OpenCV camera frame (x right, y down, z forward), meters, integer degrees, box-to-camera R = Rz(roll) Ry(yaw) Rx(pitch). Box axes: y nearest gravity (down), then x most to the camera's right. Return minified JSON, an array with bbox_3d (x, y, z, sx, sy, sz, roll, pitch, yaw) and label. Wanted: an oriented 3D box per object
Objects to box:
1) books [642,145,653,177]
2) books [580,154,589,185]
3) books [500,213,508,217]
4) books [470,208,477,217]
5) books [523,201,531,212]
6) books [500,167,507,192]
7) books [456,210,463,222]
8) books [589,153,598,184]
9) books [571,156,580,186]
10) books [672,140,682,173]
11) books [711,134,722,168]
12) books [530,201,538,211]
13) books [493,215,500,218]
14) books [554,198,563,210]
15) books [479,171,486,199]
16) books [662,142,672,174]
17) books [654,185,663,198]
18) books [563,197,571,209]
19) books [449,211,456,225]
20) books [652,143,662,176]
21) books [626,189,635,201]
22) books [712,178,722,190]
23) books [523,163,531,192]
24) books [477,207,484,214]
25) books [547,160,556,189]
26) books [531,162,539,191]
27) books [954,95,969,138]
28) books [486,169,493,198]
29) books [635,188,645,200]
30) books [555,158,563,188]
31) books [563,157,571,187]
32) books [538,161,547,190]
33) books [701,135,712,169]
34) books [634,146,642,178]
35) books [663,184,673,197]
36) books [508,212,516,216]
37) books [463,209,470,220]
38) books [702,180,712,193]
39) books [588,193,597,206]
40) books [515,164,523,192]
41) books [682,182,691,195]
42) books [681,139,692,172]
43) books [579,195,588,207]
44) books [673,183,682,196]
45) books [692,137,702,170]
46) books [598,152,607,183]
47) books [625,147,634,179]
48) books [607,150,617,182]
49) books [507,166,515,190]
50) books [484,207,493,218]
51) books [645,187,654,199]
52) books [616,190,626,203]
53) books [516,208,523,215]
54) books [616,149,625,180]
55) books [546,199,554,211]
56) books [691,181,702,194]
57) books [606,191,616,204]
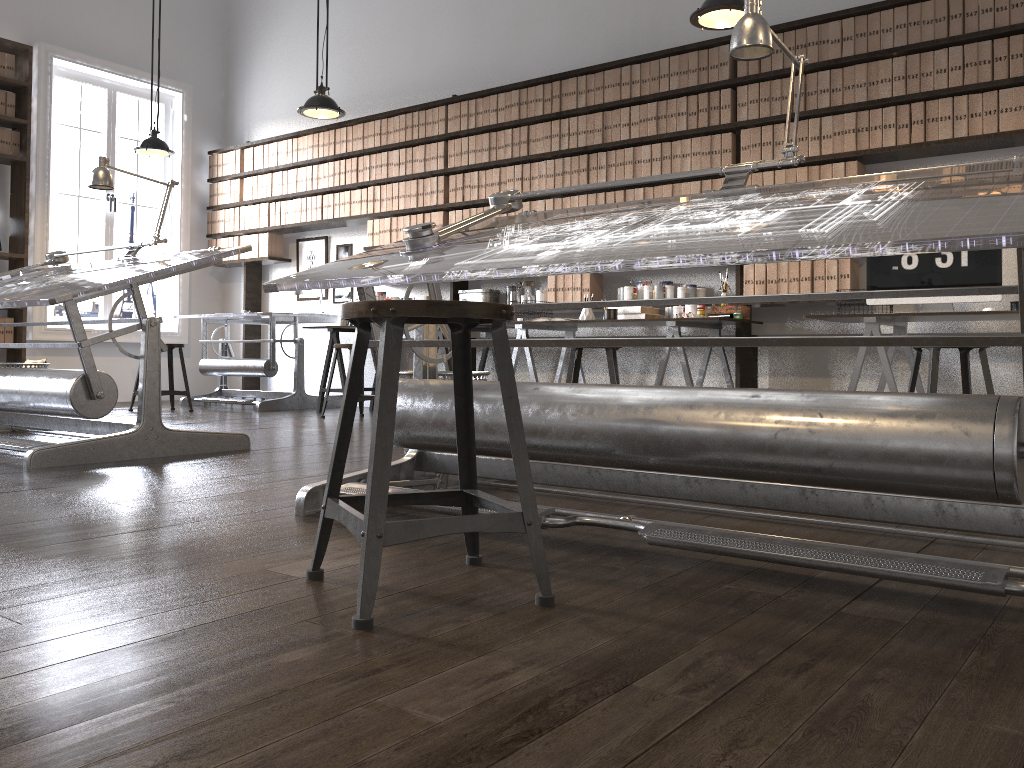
[{"bbox_3d":[0.935,-1.456,5.879,0.066,0.226,0.174,0,-1,37],"label":"books"},{"bbox_3d":[0.545,-1.468,6.167,0.067,0.226,0.174,0,-1,37],"label":"books"},{"bbox_3d":[-0.014,-1.207,6.576,0.066,0.226,0.174,0,-1,37],"label":"books"},{"bbox_3d":[-0.242,-1.214,6.748,0.066,0.226,0.174,0,-1,37],"label":"books"},{"bbox_3d":[0.153,-1.202,6.449,0.067,0.226,0.174,0,-1,37],"label":"books"},{"bbox_3d":[-0.009,-1.484,6.584,0.066,0.226,0.174,0,-1,37],"label":"books"},{"bbox_3d":[-0.353,-1.217,6.825,0.066,0.226,0.174,0,-1,37],"label":"books"},{"bbox_3d":[0.608,-1.466,6.127,0.066,0.226,0.174,0,-1,37],"label":"books"},{"bbox_3d":[0.488,-1.470,6.216,0.066,0.226,0.174,0,-1,37],"label":"books"},{"bbox_3d":[1.108,-1.451,5.756,0.066,0.226,0.174,0,-1,37],"label":"books"},{"bbox_3d":[1.324,-1.445,5.591,0.066,0.226,0.174,0,-1,37],"label":"books"},{"bbox_3d":[0.209,-1.200,6.413,0.066,0.226,0.174,0,-1,37],"label":"books"},{"bbox_3d":[-0.068,-1.209,6.622,0.066,0.226,0.174,0,-1,37],"label":"books"},{"bbox_3d":[0.374,-1.195,6.291,0.066,0.226,0.174,0,-1,37],"label":"books"},{"bbox_3d":[-0.173,-1.489,6.708,0.066,0.226,0.174,0,-1,37],"label":"books"},{"bbox_3d":[1.051,-1.453,5.796,0.066,0.226,0.174,0,-1,37],"label":"books"},{"bbox_3d":[1.005,-1.177,5.822,0.066,0.226,0.174,0,-1,37],"label":"books"},{"bbox_3d":[0.432,-1.194,6.250,0.066,0.226,0.174,0,-1,37],"label":"books"},{"bbox_3d":[-0.409,-1.219,6.871,0.066,0.226,0.174,0,-1,37],"label":"books"},{"bbox_3d":[0.992,-1.455,5.835,0.067,0.226,0.174,0,-1,37],"label":"books"},{"bbox_3d":[0.834,-1.182,5.950,0.066,0.226,0.174,0,-1,37],"label":"books"},{"bbox_3d":[1.329,-1.167,5.582,0.066,0.226,0.174,0,-1,37],"label":"books"},{"bbox_3d":[0.156,-1.479,6.462,0.066,0.226,0.174,0,-1,37],"label":"books"},{"bbox_3d":[-0.188,-1.212,6.711,0.066,0.226,0.174,0,-1,37],"label":"books"},{"bbox_3d":[0.323,-1.474,6.331,0.066,0.226,0.174,0,-1,37],"label":"books"},{"bbox_3d":[0.213,-1.478,6.421,0.066,0.226,0.174,0,-1,37],"label":"books"},{"bbox_3d":[2.431,-1.418,4.765,0.066,0.226,0.174,0,-1,37],"label":"books"},{"bbox_3d":[-0.116,-1.488,6.665,0.066,0.226,0.174,0,-1,37],"label":"books"},{"bbox_3d":[0.889,-1.180,5.903,0.066,0.226,0.174,0,-1,37],"label":"books"},{"bbox_3d":[0.381,-1.473,6.287,0.067,0.226,0.174,0,-1,37],"label":"books"},{"bbox_3d":[0.435,-1.471,6.253,0.066,0.226,0.174,0,-1,37],"label":"books"},{"bbox_3d":[0.267,-1.476,6.377,0.066,0.226,0.174,0,-1,37],"label":"books"},{"bbox_3d":[1.271,-1.446,5.625,0.067,0.226,0.174,0,-1,37],"label":"books"},{"bbox_3d":[0.885,-1.458,5.918,0.066,0.226,0.174,0,-1,37],"label":"books"},{"bbox_3d":[1.055,-1.175,5.777,0.067,0.226,0.174,0,-1,37],"label":"books"},{"bbox_3d":[0.045,-1.205,6.537,0.066,0.226,0.174,0,-1,37],"label":"books"},{"bbox_3d":[-0.295,-1.215,6.782,0.067,0.226,0.174,0,-1,37],"label":"books"},{"bbox_3d":[1.272,-1.169,5.622,0.066,0.226,0.174,0,-1,37],"label":"books"},{"bbox_3d":[0.599,-1.189,6.116,0.067,0.226,0.174,0,-1,37],"label":"books"},{"bbox_3d":[0.098,-1.481,6.500,0.067,0.226,0.174,0,-1,37],"label":"books"},{"bbox_3d":[1.161,-1.172,5.702,0.066,0.226,0.174,0,-1,37],"label":"books"},{"bbox_3d":[1.161,-1.450,5.711,0.066,0.226,0.174,0,-1,37],"label":"books"},{"bbox_3d":[0.541,-1.190,6.160,0.066,0.226,0.174,0,-1,37],"label":"books"},{"bbox_3d":[1.112,-1.174,5.741,0.066,0.226,0.174,0,-1,37],"label":"books"},{"bbox_3d":[1.217,-1.448,5.665,0.066,0.226,0.174,0,-1,37],"label":"books"},{"bbox_3d":[0.662,-1.464,6.081,0.066,0.226,0.174,0,-1,37],"label":"books"},{"bbox_3d":[0.829,-1.459,5.954,0.067,0.226,0.174,0,-1,37],"label":"books"},{"bbox_3d":[0.722,-1.463,6.042,0.066,0.226,0.174,0,-1,37],"label":"books"},{"bbox_3d":[0.041,-1.483,6.545,0.066,0.226,0.174,0,-1,37],"label":"books"},{"bbox_3d":[-0.131,-1.210,6.662,0.067,0.226,0.174,0,-1,37],"label":"books"},{"bbox_3d":[0.948,-1.179,5.865,0.066,0.226,0.174,0,-1,37],"label":"books"},{"bbox_3d":[0.771,-1.184,5.990,0.067,0.226,0.174,0,-1,37],"label":"books"},{"bbox_3d":[0.102,-1.204,6.494,0.066,0.226,0.174,0,-1,37],"label":"books"},{"bbox_3d":[0.778,-1.461,5.999,0.066,0.226,0.174,0,-1,37],"label":"books"},{"bbox_3d":[0.316,-1.197,6.329,0.067,0.226,0.174,0,-1,37],"label":"books"},{"bbox_3d":[1.213,-1.171,5.661,0.067,0.226,0.174,0,-1,37],"label":"books"},{"bbox_3d":[0.715,-1.185,6.039,0.066,0.226,0.174,0,-1,37],"label":"books"}]
